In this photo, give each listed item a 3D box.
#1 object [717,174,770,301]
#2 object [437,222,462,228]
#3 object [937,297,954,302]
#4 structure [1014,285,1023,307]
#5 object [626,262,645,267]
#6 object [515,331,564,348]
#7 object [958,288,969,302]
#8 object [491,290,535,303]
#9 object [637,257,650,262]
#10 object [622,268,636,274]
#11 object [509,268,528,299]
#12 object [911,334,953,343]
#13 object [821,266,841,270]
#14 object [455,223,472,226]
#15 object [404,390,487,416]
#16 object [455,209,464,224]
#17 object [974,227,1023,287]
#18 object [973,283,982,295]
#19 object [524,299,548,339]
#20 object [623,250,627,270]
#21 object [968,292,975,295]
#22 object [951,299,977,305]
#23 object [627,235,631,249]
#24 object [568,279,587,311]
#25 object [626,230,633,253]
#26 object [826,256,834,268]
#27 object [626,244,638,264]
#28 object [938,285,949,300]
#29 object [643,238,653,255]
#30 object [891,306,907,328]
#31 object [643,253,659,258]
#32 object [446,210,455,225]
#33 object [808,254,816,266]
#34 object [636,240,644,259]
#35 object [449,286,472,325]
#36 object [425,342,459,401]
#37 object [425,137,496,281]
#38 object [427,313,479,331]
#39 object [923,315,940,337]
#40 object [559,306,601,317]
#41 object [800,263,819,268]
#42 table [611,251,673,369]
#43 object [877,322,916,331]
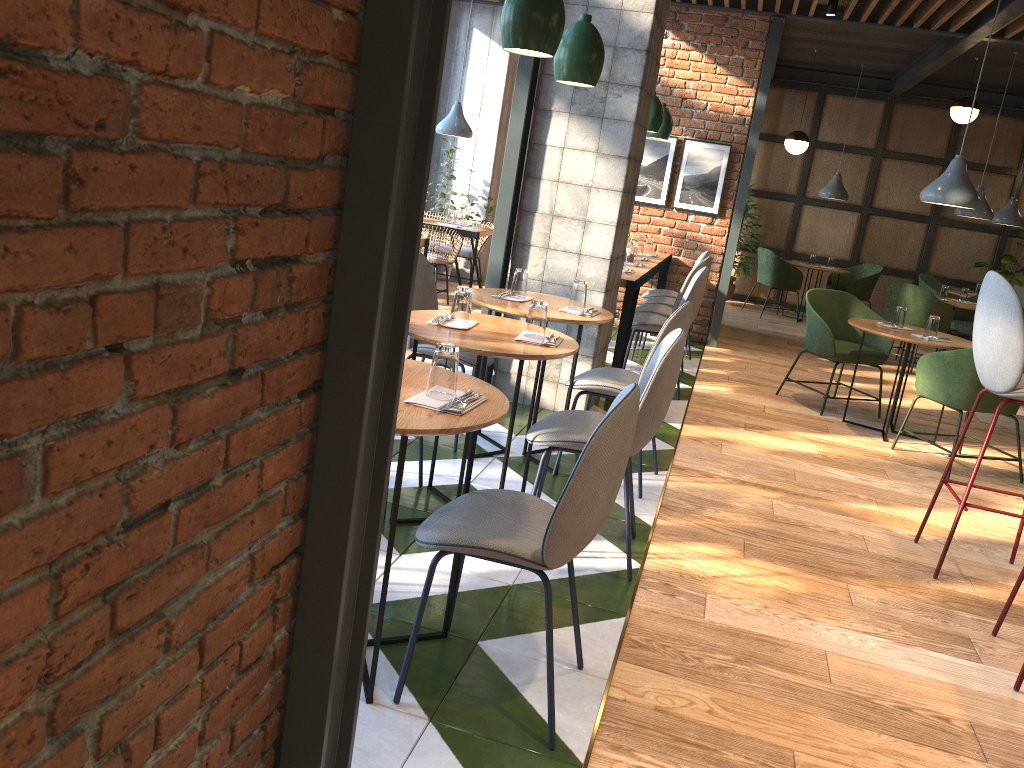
[{"bbox_3d":[2.794,-1.890,11.354,0.977,1.707,0.923,4,13,-21],"label":"object"},{"bbox_3d":[-0.593,-1.484,8.235,0.243,0.019,0.159,12,14,13],"label":"object"},{"bbox_3d":[4.241,-0.848,8.789,0.157,0.019,0.245,3,15,-22],"label":"object"},{"bbox_3d":[2.956,0.807,1.408,2.922,1.383,4.959,12,14,12],"label":"structure"},{"bbox_3d":[0.900,-0.893,6.568,0.158,0.019,0.244,12,14,13],"label":"object"},{"bbox_3d":[0.102,-0.171,3.279,0.157,0.019,0.245,11,14,9],"label":"object"},{"bbox_3d":[4.538,-0.896,8.894,0.080,0.137,0.081,-1,16,-39],"label":"object"},{"bbox_3d":[0.010,-0.419,4.208,0.158,0.019,0.244,13,15,17],"label":"object"},{"bbox_3d":[1.029,-1.010,7.114,0.158,0.019,0.244,12,14,13],"label":"object"},{"bbox_3d":[0.751,-0.776,6.009,0.158,0.019,0.244,12,14,13],"label":"object"},{"bbox_3d":[0.037,-0.475,4.177,0.080,0.137,0.081,7,12,-9],"label":"object"},{"bbox_3d":[2.654,-0.297,5.614,0.242,0.019,0.159,4,15,-17],"label":"object"},{"bbox_3d":[3.941,-1.430,10.915,0.157,0.019,0.245,3,15,-21],"label":"object"},{"bbox_3d":[-0.488,-1.547,8.549,0.243,0.019,0.159,12,14,13],"label":"object"},{"bbox_3d":[-0.170,0.038,2.281,0.158,0.019,0.244,13,15,16],"label":"object"},{"bbox_3d":[-0.504,-1.610,8.519,0.080,0.137,0.081,6,12,-14],"label":"object"},{"bbox_3d":[6.102,-1.221,10.606,1.061,1.778,0.725,14,13,23],"label":"object"},{"bbox_3d":[5.387,-1.098,10.225,0.080,0.137,0.081,7,12,-9],"label":"object"},{"bbox_3d":[0.093,-0.243,3.291,0.080,0.137,0.081,0,15,-36],"label":"object"},{"bbox_3d":[0.744,-0.848,6.022,0.081,0.137,0.080,18,15,35],"label":"object"},{"bbox_3d":[5.375,-1.042,10.264,0.242,0.019,0.159,0,16,-31],"label":"object"},{"bbox_3d":[4.557,-0.826,8.897,0.157,0.019,0.245,3,15,-22],"label":"object"},{"bbox_3d":[0.989,-1.230,7.694,0.080,0.137,0.080,17,15,34],"label":"object"},{"bbox_3d":[0.309,-0.414,4.102,0.080,0.137,0.081,5,13,-19],"label":"object"},{"bbox_3d":[0.867,-1.090,6.786,0.116,0.279,0.129,11,12,8],"label":"object"},{"bbox_3d":[3.922,-1.500,10.913,0.080,0.137,0.081,7,12,-8],"label":"object"},{"bbox_3d":[0.893,-0.965,6.580,0.080,0.137,0.081,4,13,-23],"label":"object"},{"bbox_3d":[4.277,-0.907,8.774,0.080,0.137,0.081,-1,16,-39],"label":"object"},{"bbox_3d":[1.180,-1.189,7.647,0.080,0.137,0.081,6,12,-14],"label":"object"},{"bbox_3d":[2.577,-0.447,5.891,0.080,0.137,0.081,8,12,-5],"label":"object"},{"bbox_3d":[1.187,-1.116,7.634,0.158,0.019,0.244,12,14,13],"label":"object"},{"bbox_3d":[-0.565,-1.549,8.241,0.080,0.137,0.081,6,12,-14],"label":"object"},{"bbox_3d":[3.659,-1.513,10.798,0.080,0.137,0.081,7,12,-8],"label":"object"},{"bbox_3d":[1.022,-1.083,7.127,0.080,0.137,0.081,6,12,-14],"label":"object"},{"bbox_3d":[-0.188,-0.296,3.325,0.080,0.137,0.080,14,13,22],"label":"object"},{"bbox_3d":[-0.176,-0.035,2.294,0.080,0.137,0.081,-1,16,-39],"label":"object"},{"bbox_3d":[-0.734,-1.840,9.413,0.865,1.484,0.901,16,14,31],"label":"object"},{"bbox_3d":[-0.218,-0.240,3.354,0.157,0.019,0.245,11,14,9],"label":"object"},{"bbox_3d":[2.669,-0.366,5.626,0.080,0.137,0.081,8,12,-5],"label":"object"},{"bbox_3d":[0.314,-0.341,4.088,0.158,0.019,0.244,13,15,17],"label":"object"},{"bbox_3d":[3.623,-1.454,10.814,0.157,0.019,0.245,3,15,-21],"label":"object"},{"bbox_3d":[0.757,-0.615,6.983,0.659,0.758,2.794,12,14,12],"label":"table"},{"bbox_3d":[2.581,-0.389,5.932,0.242,0.019,0.159,4,15,-17],"label":"object"}]
